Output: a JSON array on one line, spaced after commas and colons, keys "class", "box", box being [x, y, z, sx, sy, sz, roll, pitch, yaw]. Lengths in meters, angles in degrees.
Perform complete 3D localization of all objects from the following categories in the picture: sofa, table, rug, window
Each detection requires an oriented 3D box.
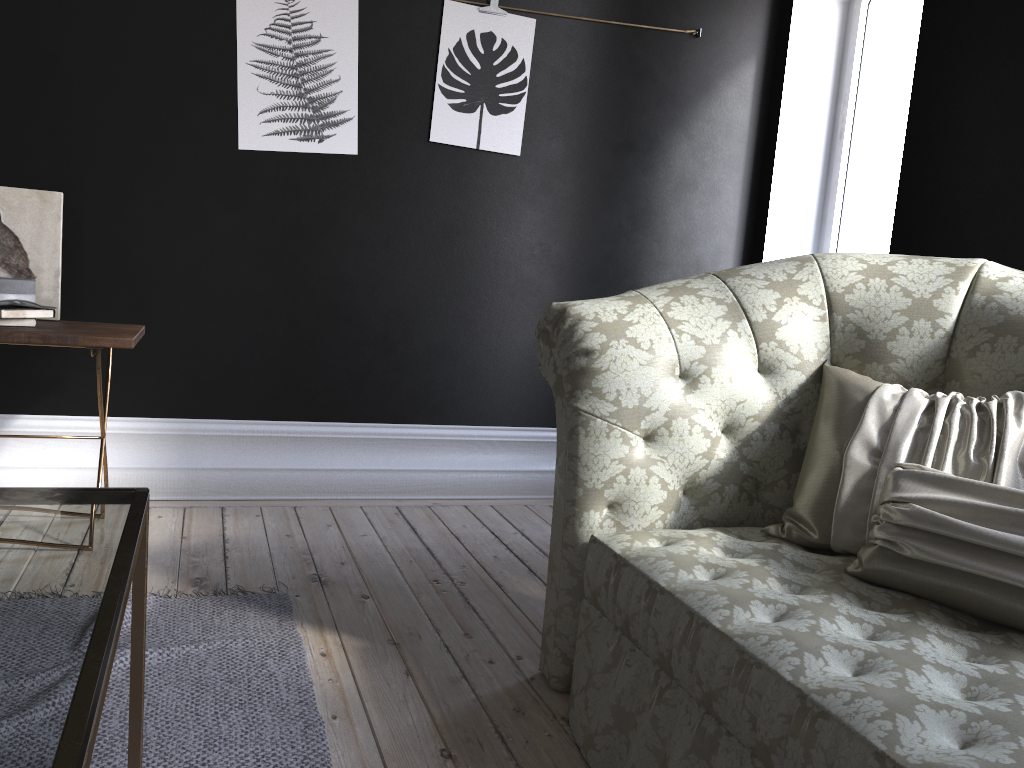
[{"class": "sofa", "box": [1.176, 0.373, 1.338, 1.606, 1.164, 2.805, 2, 7, -18]}, {"class": "table", "box": [-0.950, 0.536, 0.761, 1.093, 0.559, 1.445, 2, 7, -19]}, {"class": "rug", "box": [-1.099, 0.800, 0.703, 2.106, 0.050, 3.635, 2, 7, -19]}, {"class": "window", "box": [1.711, -1.185, 3.846, 0.112, 1.460, 0.738, 2, 8, -19]}]

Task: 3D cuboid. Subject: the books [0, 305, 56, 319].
[{"class": "books", "box": [-1.636, -0.236, 2.816, 0.289, 0.031, 0.192, 7, 7, 22]}]

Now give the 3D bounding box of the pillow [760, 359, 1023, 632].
[{"class": "pillow", "box": [0.963, 0.217, 1.753, 0.529, 0.417, 1.102, 2, 7, -19]}]

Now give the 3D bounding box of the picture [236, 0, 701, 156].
[{"class": "picture", "box": [-1.284, -1.309, 3.316, 4.458, 0.773, 0.057, 2, 8, -19]}]

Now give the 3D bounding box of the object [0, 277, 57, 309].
[{"class": "object", "box": [-1.606, -0.289, 2.785, 0.258, 0.088, 0.328, 10, 8, 36]}]

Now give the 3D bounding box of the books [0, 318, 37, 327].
[{"class": "books", "box": [-1.661, -0.212, 2.839, 0.203, 0.029, 0.268, -1, 9, -39]}]
